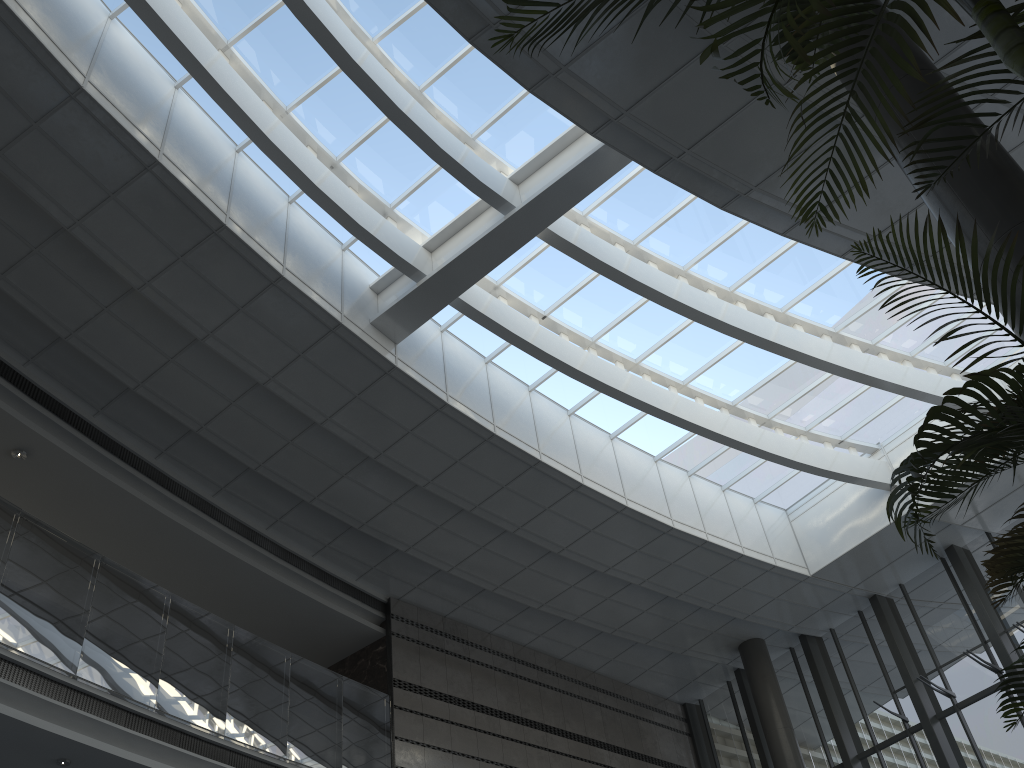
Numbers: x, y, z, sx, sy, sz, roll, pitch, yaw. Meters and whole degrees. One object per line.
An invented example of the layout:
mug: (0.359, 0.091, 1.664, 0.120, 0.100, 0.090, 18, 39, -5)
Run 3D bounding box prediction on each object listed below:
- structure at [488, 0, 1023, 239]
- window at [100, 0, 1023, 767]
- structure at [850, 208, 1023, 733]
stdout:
structure: (0.978, -0.698, 0.898, 2.509, 4.007, 2.839, -27, -45, 20)
window: (0.757, 2.108, 7.072, 19.262, 8.732, 15.121, 14, -48, -22)
structure: (2.064, 0.732, 1.958, 1.708, 3.208, 2.279, -29, -45, 22)
